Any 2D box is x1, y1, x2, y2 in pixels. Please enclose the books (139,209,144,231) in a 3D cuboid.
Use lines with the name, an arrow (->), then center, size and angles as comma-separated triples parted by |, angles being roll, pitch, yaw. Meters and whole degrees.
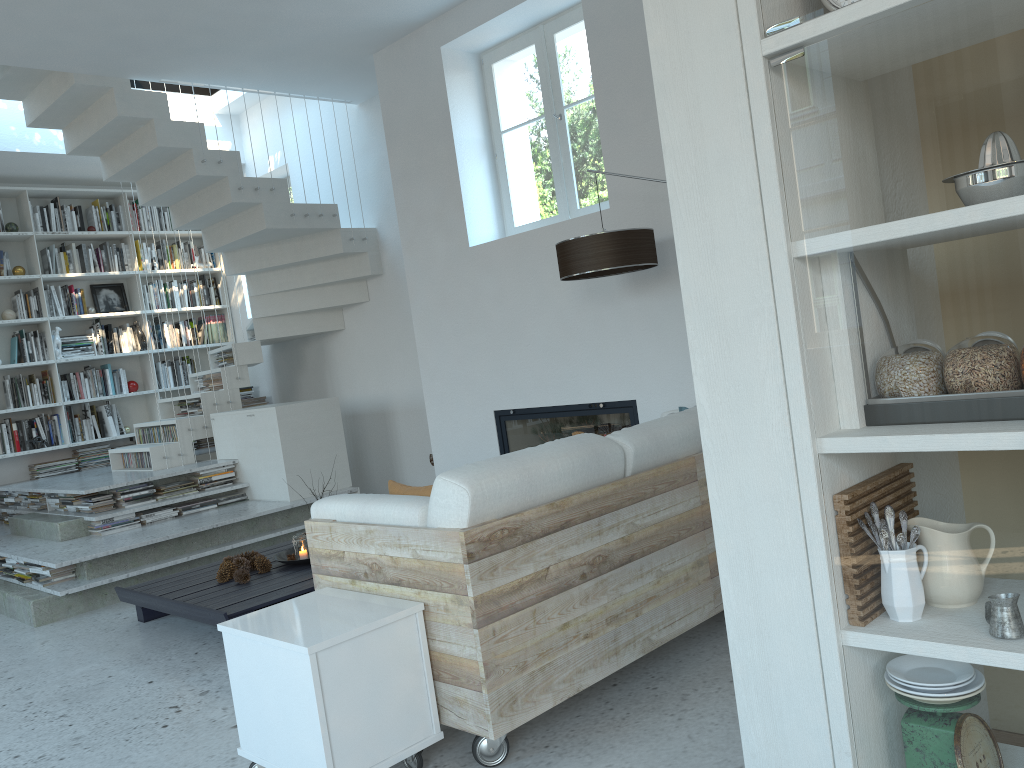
books -> -3.534, -1.524, 8.391 | 0.022, 0.229, 0.175 | -11, 4, -44

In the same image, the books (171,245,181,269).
books -> -3.280, -1.201, 8.548 | 0.042, 0.242, 0.248 | -11, 4, -44

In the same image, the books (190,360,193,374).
books -> -3.157, -0.105, 8.658 | 0.014, 0.238, 0.146 | -11, 4, -44

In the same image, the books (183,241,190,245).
books -> -3.193, -1.247, 8.736 | 0.011, 0.294, 0.151 | -11, 4, -44

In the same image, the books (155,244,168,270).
books -> -3.343, -1.194, 8.448 | 0.023, 0.254, 0.189 | -11, 4, -44

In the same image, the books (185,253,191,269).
books -> -3.215, -1.186, 8.705 | 0.034, 0.183, 0.156 | -11, 4, -44

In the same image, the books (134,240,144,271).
books -> -3.503, -1.186, 8.290 | 0.010, 0.294, 0.183 | -11, 4, -44

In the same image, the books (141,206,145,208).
books -> -3.520, -1.577, 8.442 | 0.012, 0.326, 0.151 | -11, 4, -44

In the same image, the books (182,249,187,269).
books -> -3.234, -1.197, 8.653 | 0.013, 0.213, 0.187 | -11, 4, -44

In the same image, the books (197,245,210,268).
books -> -3.073, -1.250, 8.842 | 0.029, 0.258, 0.163 | -11, 4, -44

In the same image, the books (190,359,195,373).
books -> -3.146, -0.116, 8.675 | 0.012, 0.254, 0.161 | -11, 4, -44

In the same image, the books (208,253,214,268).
books -> -3.048, -1.249, 8.866 | 0.040, 0.247, 0.160 | -11, 4, -44

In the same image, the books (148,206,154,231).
books -> -3.481, -1.558, 8.471 | 0.027, 0.276, 0.148 | -11, 4, -44

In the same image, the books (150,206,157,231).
books -> -3.460, -1.553, 8.485 | 0.022, 0.259, 0.163 | -11, 4, -44

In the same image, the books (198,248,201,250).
books -> -3.100, -1.231, 8.835 | 0.023, 0.228, 0.131 | -11, 4, -44

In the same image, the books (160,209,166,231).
books -> -3.395, -1.554, 8.549 | 0.025, 0.237, 0.143 | -11, 4, -44

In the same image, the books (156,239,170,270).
books -> -3.333, -1.218, 8.466 | 0.022, 0.297, 0.152 | -11, 4, -44

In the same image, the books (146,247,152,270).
books -> -3.445, -1.161, 8.349 | 0.049, 0.224, 0.161 | -11, 4, -44

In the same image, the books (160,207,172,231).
books -> -3.358, -1.585, 8.602 | 0.012, 0.285, 0.159 | -11, 4, -44

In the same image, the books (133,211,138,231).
books -> -3.585, -1.513, 8.374 | 0.025, 0.223, 0.137 | -11, 4, -44

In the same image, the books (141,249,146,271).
books -> -3.485, -1.144, 8.304 | 0.024, 0.205, 0.166 | -11, 4, -44

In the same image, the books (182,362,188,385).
books -> -3.204, -0.093, 8.605 | 0.014, 0.230, 0.172 | -11, 4, -44

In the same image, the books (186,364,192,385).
books -> -3.163, -0.087, 8.628 | 0.021, 0.205, 0.174 | -11, 4, -44

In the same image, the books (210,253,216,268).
books -> -3.015, -1.238, 8.871 | 0.011, 0.216, 0.170 | -11, 4, -44

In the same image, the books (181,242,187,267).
books -> -3.243, -1.231, 8.683 | 0.024, 0.281, 0.153 | -11, 4, -44

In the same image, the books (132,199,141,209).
books -> -3.544, -1.575, 8.416 | 0.014, 0.332, 0.143 | -11, 4, -44

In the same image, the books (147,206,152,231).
books -> -3.494, -1.548, 8.456 | 0.014, 0.260, 0.167 | -11, 4, -44

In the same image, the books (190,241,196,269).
books -> -3.172, -1.247, 8.740 | 0.023, 0.287, 0.163 | -11, 4, -44

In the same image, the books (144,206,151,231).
books -> -3.500, -1.569, 8.440 | 0.012, 0.306, 0.184 | -11, 4, -44

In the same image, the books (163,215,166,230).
books -> -3.392, -1.549, 8.576 | 0.014, 0.226, 0.133 | -11, 4, -44

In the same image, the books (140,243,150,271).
books -> -3.466, -1.176, 8.314 | 0.026, 0.263, 0.189 | -11, 4, -44

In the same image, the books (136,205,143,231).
books -> -3.546, -1.541, 8.376 | 0.012, 0.269, 0.184 | -11, 4, -44

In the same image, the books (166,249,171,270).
books -> -3.317, -1.175, 8.483 | 0.014, 0.206, 0.184 | -11, 4, -44

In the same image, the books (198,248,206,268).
books -> -3.097, -1.223, 8.802 | 0.023, 0.213, 0.181 | -11, 4, -44

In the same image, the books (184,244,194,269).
books -> -3.187, -1.230, 8.709 | 0.022, 0.261, 0.160 | -11, 4, -44

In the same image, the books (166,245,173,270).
books -> -3.311, -1.195, 8.499 | 0.022, 0.242, 0.144 | -11, 4, -44

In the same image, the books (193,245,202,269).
books -> -3.134, -1.237, 8.771 | 0.069, 0.254, 0.154 | -11, 4, -44

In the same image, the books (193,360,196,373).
books -> -3.133, -0.111, 8.682 | 0.013, 0.240, 0.166 | -11, 4, -44

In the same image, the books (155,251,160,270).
books -> -3.414, -1.156, 8.449 | 0.038, 0.199, 0.170 | -11, 4, -44

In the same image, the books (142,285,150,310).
books -> -3.483, -0.801, 8.390 | 0.012, 0.254, 0.161 | -11, 4, -44

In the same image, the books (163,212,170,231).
books -> -3.367, -1.544, 8.580 | 0.026, 0.208, 0.163 | -11, 4, -44

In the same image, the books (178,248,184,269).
books -> -3.258, -1.197, 8.637 | 0.023, 0.220, 0.171 | -11, 4, -44

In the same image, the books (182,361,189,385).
books -> -3.202, -0.100, 8.630 | 0.027, 0.242, 0.132 | -11, 4, -44

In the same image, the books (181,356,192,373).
books -> -3.164, -0.128, 8.643 | 0.011, 0.285, 0.161 | -11, 4, -44

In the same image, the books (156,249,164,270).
books -> -3.370, -1.169, 8.446 | 0.025, 0.211, 0.135 | -11, 4, -44

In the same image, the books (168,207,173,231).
books -> -3.344, -1.576, 8.609 | 0.015, 0.263, 0.143 | -11, 4, -44

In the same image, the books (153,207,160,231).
books -> -3.443, -1.559, 8.503 | 0.029, 0.264, 0.179 | -11, 4, -44

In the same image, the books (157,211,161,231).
books -> -3.425, -1.548, 8.517 | 0.011, 0.237, 0.148 | -11, 4, -44

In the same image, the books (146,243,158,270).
books -> -3.412, -1.187, 8.396 | 0.023, 0.264, 0.158 | -11, 4, -44

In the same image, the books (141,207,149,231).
books -> -3.515, -1.535, 8.421 | 0.023, 0.244, 0.182 | -11, 4, -44

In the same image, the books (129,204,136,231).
books -> -3.597, -1.536, 8.349 | 0.022, 0.275, 0.160 | -11, 4, -44

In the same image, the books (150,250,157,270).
books -> -3.413, -1.151, 8.371 | 0.024, 0.193, 0.190 | -11, 4, -44

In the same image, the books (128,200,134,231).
books -> -3.609, -1.553, 8.320 | 0.011, 0.313, 0.172 | -11, 4, -44

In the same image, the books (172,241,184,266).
books -> -3.257, -1.235, 8.652 | 0.010, 0.295, 0.165 | -11, 4, -44

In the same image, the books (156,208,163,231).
books -> -3.420, -1.556, 8.537 | 0.027, 0.250, 0.154 | -11, 4, -44

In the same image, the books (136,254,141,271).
books -> -3.536, -1.181, 8.291 | 0.036, 0.294, 0.135 | -11, 4, -44

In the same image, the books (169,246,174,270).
books -> -3.299, -1.195, 8.511 | 0.012, 0.238, 0.166 | -11, 4, -44

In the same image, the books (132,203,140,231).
books -> -3.565, -1.547, 8.376 | 0.013, 0.286, 0.150 | -11, 4, -44

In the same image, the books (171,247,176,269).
books -> -3.282, -1.190, 8.513 | 0.013, 0.222, 0.174 | -11, 4, -44
